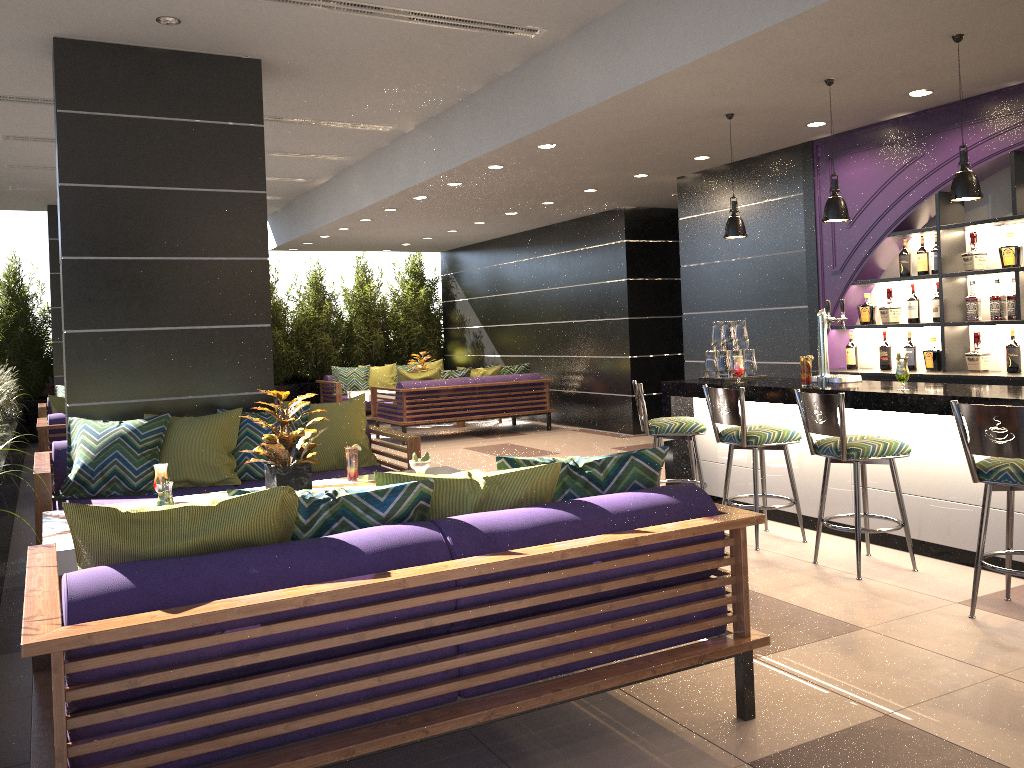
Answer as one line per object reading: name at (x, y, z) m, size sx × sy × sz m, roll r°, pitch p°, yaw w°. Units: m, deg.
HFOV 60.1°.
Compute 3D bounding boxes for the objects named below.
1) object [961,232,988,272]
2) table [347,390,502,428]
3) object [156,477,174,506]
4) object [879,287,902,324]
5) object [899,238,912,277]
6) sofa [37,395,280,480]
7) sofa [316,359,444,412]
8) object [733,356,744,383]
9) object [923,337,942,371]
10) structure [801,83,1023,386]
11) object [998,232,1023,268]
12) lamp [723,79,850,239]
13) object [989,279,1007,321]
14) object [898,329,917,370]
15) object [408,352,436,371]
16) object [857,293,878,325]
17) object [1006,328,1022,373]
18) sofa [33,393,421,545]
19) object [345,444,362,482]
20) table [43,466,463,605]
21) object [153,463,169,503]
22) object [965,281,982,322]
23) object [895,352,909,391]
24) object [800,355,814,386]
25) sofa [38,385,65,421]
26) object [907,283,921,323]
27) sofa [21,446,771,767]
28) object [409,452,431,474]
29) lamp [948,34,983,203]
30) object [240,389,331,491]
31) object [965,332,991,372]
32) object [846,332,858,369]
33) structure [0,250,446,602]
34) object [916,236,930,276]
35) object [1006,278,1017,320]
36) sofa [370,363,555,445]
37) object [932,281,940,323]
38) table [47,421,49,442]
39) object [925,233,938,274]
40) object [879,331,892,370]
object at (3.200, -0.913, 6.128) m, size 0.123 × 0.279 × 0.123 m, roll -2°, pitch 0°, yaw -14°
table at (-1.219, 0.337, 12.650) m, size 2.039 × 0.553 × 0.941 m, roll -4°, pitch 3°, yaw -28°
object at (-1.432, 0.484, 3.656) m, size 0.069 × 0.211 × 0.068 m, roll -2°, pitch 0°, yaw -45°
object at (2.874, -0.593, 6.727) m, size 0.123 × 0.279 × 0.123 m, roll -2°, pitch 0°, yaw -14°
object at (2.948, -0.943, 6.638) m, size 0.086 × 0.297 × 0.086 m, roll -2°, pitch 0°, yaw 21°
sofa at (-3.263, 0.486, 8.342) m, size 2.128 × 0.919 × 1.119 m, roll -4°, pitch 2°, yaw -28°
sofa at (-1.853, 0.114, 13.797) m, size 2.128 × 0.919 × 1.119 m, roll -4°, pitch 2°, yaw -28°
object at (1.525, -0.099, 5.959) m, size 0.068 × 0.181 × 0.069 m, roll -2°, pitch 0°, yaw 34°
object at (3.052, -0.217, 6.408) m, size 0.094 × 0.248 × 0.151 m, roll -2°, pitch 1°, yaw -18°
structure at (3.560, -0.529, 5.256) m, size 0.531 × 2.759 × 4.628 m, roll -2°, pitch 2°, yaw -28°
object at (3.332, -0.890, 5.909) m, size 0.094 × 0.248 × 0.151 m, roll -2°, pitch 1°, yaw -39°
lamp at (1.752, -1.438, 5.792) m, size 0.192 × 0.864 × 1.080 m, roll -2°, pitch 2°, yaw -28°
object at (3.301, -0.571, 6.011) m, size 0.083 × 0.282 × 0.083 m, roll -2°, pitch 0°, yaw -28°
object at (2.958, -0.258, 6.594) m, size 0.104 × 0.315 × 0.086 m, roll -2°, pitch 0°, yaw -23°
object at (-1.278, -0.198, 12.621) m, size 0.430 × 0.526 × 0.425 m, roll -2°, pitch 1°, yaw -11°
object at (2.771, -0.584, 6.899) m, size 0.094 × 0.248 × 0.151 m, roll -2°, pitch 1°, yaw -39°
object at (3.322, -0.223, 5.866) m, size 0.086 × 0.297 × 0.086 m, roll -2°, pitch 0°, yaw 21°
sofa at (-1.747, 0.591, 5.486) m, size 2.128 × 0.919 × 1.119 m, roll -4°, pitch 2°, yaw -28°
object at (-0.830, 0.414, 4.644) m, size 0.084 × 0.190 × 0.067 m, roll -2°, pitch 0°, yaw -3°
table at (-1.044, 0.822, 4.161) m, size 2.039 × 0.553 × 0.941 m, roll -4°, pitch 3°, yaw -28°
object at (-1.677, 0.476, 4.234) m, size 0.069 × 0.181 × 0.068 m, roll -3°, pitch 0°, yaw -45°
object at (3.200, -0.575, 6.139) m, size 0.083 × 0.282 × 0.083 m, roll -2°, pitch 0°, yaw -43°
object at (2.127, -0.072, 4.823) m, size 0.069 × 0.211 × 0.068 m, roll -2°, pitch 0°, yaw -45°
object at (1.805, -0.083, 5.423) m, size 0.067 × 0.190 × 0.084 m, roll -2°, pitch 0°, yaw -3°
sofa at (-4.466, 0.402, 10.610) m, size 2.128 × 0.919 × 1.119 m, roll -4°, pitch 2°, yaw -28°
object at (2.957, -0.593, 6.519) m, size 0.086 × 0.298 × 0.086 m, roll -2°, pitch 0°, yaw 21°
sofa at (-0.365, 0.687, 2.882) m, size 2.128 × 0.919 × 1.119 m, roll -4°, pitch 2°, yaw -28°
object at (-0.435, 0.420, 4.214) m, size 0.106 × 0.197 × 0.106 m, roll -2°, pitch 1°, yaw 0°
lamp at (2.362, -1.396, 4.643) m, size 0.163 × 0.864 × 0.163 m, roll -2°, pitch 0°, yaw 15°
object at (-1.060, 0.284, 4.156) m, size 0.430 × 0.526 × 0.425 m, roll -3°, pitch 1°, yaw -16°
object at (3.215, -0.222, 6.109) m, size 0.123 × 0.279 × 0.123 m, roll -2°, pitch 0°, yaw -28°
object at (2.708, -0.267, 7.060) m, size 0.086 × 0.299 × 0.086 m, roll -2°, pitch 0°, yaw 21°
structure at (1.014, -0.530, 3.860) m, size 7.826 × 3.121 × 24.719 m, roll -4°, pitch 4°, yaw -28°
object at (3.021, -0.938, 6.506) m, size 0.086 × 0.299 × 0.086 m, roll -2°, pitch 0°, yaw 21°
object at (3.347, -0.566, 5.883) m, size 0.083 × 0.282 × 0.083 m, roll -2°, pitch 0°, yaw -8°
sofa at (-0.649, 0.197, 11.529) m, size 2.128 × 0.919 × 1.119 m, roll -4°, pitch 2°, yaw -28°
object at (3.066, -0.589, 6.360) m, size 0.086 × 0.298 × 0.086 m, roll -2°, pitch 0°, yaw 21°
table at (-3.875, 0.625, 9.494) m, size 2.039 × 0.553 × 0.941 m, roll -4°, pitch 3°, yaw -28°
object at (3.058, -0.940, 6.377) m, size 0.104 × 0.315 × 0.086 m, roll -2°, pitch 0°, yaw -23°
object at (2.858, -0.258, 6.776) m, size 0.086 × 0.299 × 0.086 m, roll -2°, pitch 0°, yaw 21°
